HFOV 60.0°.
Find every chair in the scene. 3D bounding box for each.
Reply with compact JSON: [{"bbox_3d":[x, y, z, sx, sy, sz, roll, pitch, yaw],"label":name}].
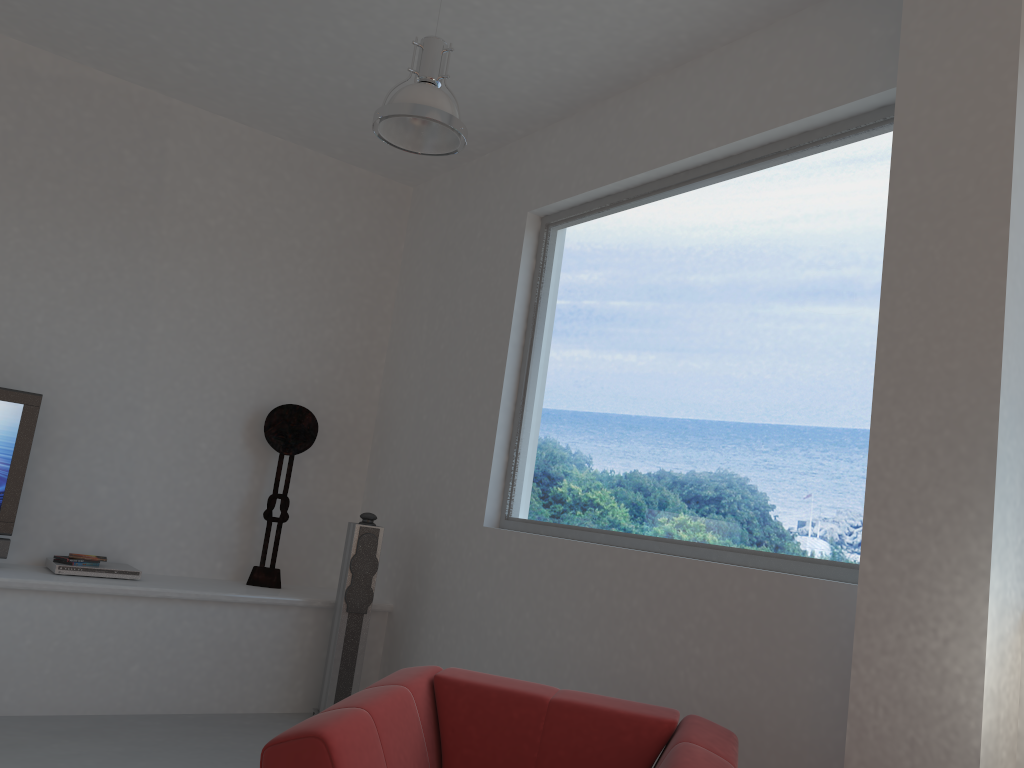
[{"bbox_3d":[0.000,1.279,2.436,1.288,0.738,0.951,6,-9,15],"label":"chair"}]

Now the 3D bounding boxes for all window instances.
[{"bbox_3d":[0.784,-0.130,4.066,0.100,1.800,2.400,14,-10,-34],"label":"window"}]

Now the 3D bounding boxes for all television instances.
[{"bbox_3d":[-3.130,0.372,4.311,1.356,0.919,0.343,14,-10,-34],"label":"television"}]

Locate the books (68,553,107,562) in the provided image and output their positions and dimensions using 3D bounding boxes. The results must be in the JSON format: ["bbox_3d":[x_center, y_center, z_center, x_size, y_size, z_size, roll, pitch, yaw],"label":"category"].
[{"bbox_3d":[-2.309,0.945,4.829,0.190,0.015,0.135,12,-9,-24],"label":"books"}]

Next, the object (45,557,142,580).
[{"bbox_3d":[-2.299,1.013,4.868,0.430,0.045,0.352,14,-10,-34],"label":"object"}]

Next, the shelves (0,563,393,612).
[{"bbox_3d":[-3.125,0.842,4.147,5.500,0.050,0.650,14,-10,-34],"label":"shelves"}]

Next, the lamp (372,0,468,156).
[{"bbox_3d":[-0.316,-1.381,3.603,0.379,0.800,0.379,7,-9,5],"label":"lamp"}]

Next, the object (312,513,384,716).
[{"bbox_3d":[-0.920,1.329,5.087,0.255,1.184,0.273,11,-9,-19],"label":"object"}]

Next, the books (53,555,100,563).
[{"bbox_3d":[-2.355,0.949,4.802,0.135,0.015,0.190,2,-11,35],"label":"books"}]

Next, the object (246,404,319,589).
[{"bbox_3d":[-1.440,0.683,5.501,0.331,1.130,0.108,9,-9,-10],"label":"object"}]

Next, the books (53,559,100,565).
[{"bbox_3d":[-2.355,0.964,4.798,0.135,0.015,0.190,5,-9,20],"label":"books"}]
